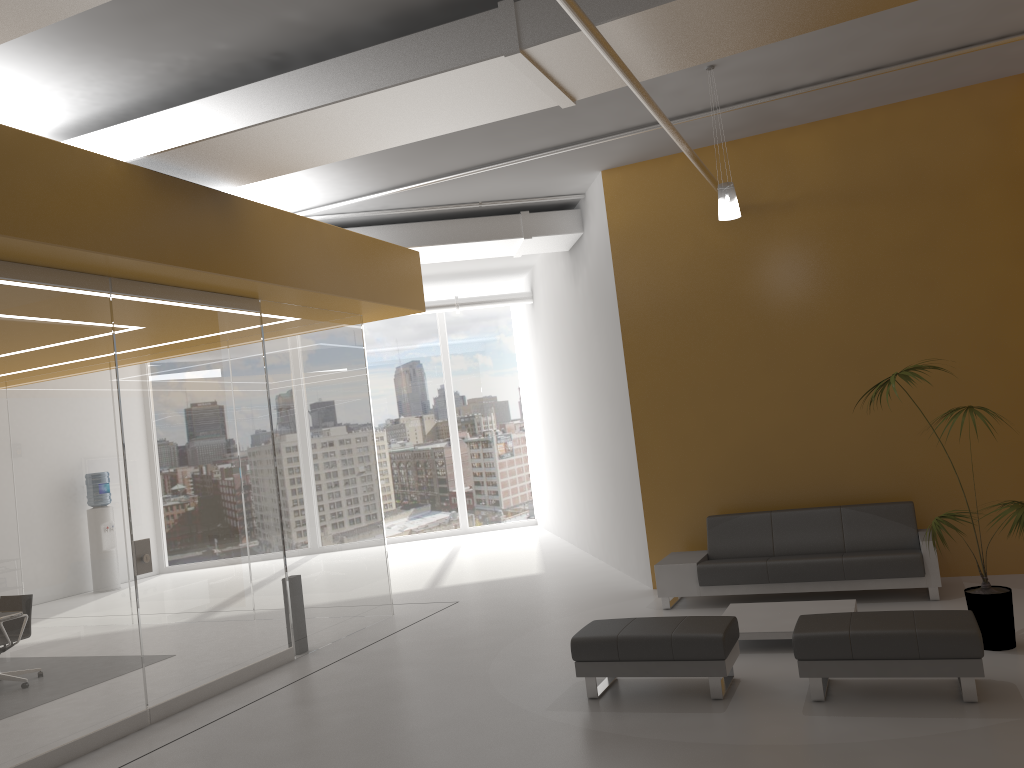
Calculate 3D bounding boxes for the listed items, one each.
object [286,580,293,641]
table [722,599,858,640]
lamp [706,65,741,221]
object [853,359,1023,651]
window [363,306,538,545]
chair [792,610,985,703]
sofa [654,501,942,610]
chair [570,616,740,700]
[{"bbox_3d":[-2.033,2.148,8.253,0.124,0.706,0.152,-8,-4,17],"label":"object"},{"bbox_3d":[2.117,1.861,6.837,1.000,0.150,1.000,-8,-4,22],"label":"table"},{"bbox_3d":[1.649,-1.918,7.034,0.174,1.227,0.174,-5,-4,-26],"label":"lamp"},{"bbox_3d":[3.017,0.795,5.993,0.912,1.956,1.222,-5,-4,-27],"label":"object"},{"bbox_3d":[-2.565,0.826,17.086,8.533,4.498,0.100,-6,-3,-7],"label":"window"},{"bbox_3d":[2.243,1.617,5.302,1.012,0.423,0.575,-8,-4,22],"label":"chair"},{"bbox_3d":[2.570,1.578,8.151,2.400,0.761,0.860,-8,-4,22],"label":"sofa"},{"bbox_3d":[0.963,1.799,5.861,1.012,0.423,0.575,-8,-4,22],"label":"chair"}]
